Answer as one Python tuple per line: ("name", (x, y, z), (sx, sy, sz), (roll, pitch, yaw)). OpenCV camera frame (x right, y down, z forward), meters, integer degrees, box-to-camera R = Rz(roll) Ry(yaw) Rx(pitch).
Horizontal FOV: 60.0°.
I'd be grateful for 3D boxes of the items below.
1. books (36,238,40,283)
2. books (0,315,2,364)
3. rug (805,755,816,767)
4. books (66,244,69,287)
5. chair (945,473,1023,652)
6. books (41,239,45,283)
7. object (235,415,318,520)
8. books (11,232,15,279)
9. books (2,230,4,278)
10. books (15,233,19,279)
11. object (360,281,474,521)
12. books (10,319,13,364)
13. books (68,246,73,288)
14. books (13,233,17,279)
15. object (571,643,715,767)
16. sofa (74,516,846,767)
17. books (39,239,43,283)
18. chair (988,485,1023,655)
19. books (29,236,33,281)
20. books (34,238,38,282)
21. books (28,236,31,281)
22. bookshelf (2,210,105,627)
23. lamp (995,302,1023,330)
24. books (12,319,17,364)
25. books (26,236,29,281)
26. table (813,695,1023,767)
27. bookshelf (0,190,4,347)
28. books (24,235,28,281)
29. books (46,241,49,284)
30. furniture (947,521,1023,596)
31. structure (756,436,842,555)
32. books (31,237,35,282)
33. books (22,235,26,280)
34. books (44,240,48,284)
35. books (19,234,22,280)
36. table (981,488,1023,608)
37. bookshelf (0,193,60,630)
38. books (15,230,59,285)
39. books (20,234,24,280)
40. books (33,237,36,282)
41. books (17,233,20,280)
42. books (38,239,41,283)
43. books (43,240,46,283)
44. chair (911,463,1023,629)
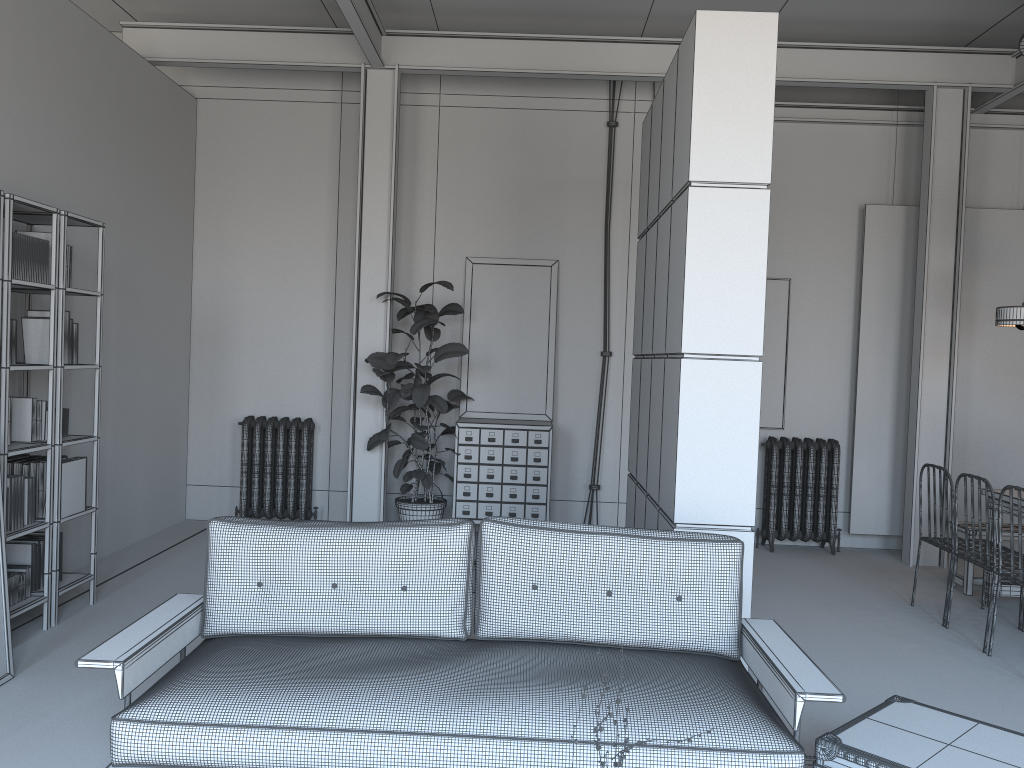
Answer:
("books", (-2.551, -0.645, 4.608), (0.182, 0.240, 0.016), (2, 2, 1))
("books", (-2.706, -0.228, 4.507), (0.195, 0.266, 0.091), (2, 2, 1))
("rug", (1.488, 1.547, 2.600), (2.524, 0.007, 1.961), (2, 2, 1))
("books", (-2.588, -0.664, 4.968), (0.180, 0.248, 0.054), (2, 2, 1))
("chair", (2.933, 1.031, 5.227), (0.488, 0.975, 0.474), (2, 2, 1))
("books", (-2.550, -0.646, 4.655), (0.182, 0.240, 0.016), (2, 2, 1))
("object", (-2.050, 0.787, 7.756), (0.733, 1.007, 0.328), (2, 2, 1))
("books", (-2.556, -0.638, 4.388), (0.182, 0.240, 0.016), (2, 2, 1))
("books", (-2.556, -0.637, 4.357), (0.182, 0.240, 0.016), (2, 2, 1))
("books", (-2.555, -0.639, 4.419), (0.182, 0.240, 0.016), (2, 2, 1))
("object", (-0.783, 0.238, 7.205), (0.868, 2.157, 1.270), (2, 2, 2))
("books", (-2.701, -0.220, 4.628), (0.180, 0.244, 0.057), (2, 2, 1))
("books", (-2.581, -0.663, 5.016), (0.168, 0.243, 0.029), (2, 2, -4))
("books", (-2.555, -0.639, 4.404), (0.182, 0.240, 0.016), (2, 2, 1))
("object", (0.202, 0.857, 1.768), (0.194, 0.709, 0.443), (4, 2, 41))
("sofa", (-0.163, 0.988, 3.069), (2.347, 0.948, 0.952), (2, 2, 1))
("books", (-2.550, -0.645, 4.639), (0.182, 0.240, 0.016), (2, 2, 1))
("chair", (2.922, 1.045, 4.718), (0.488, 0.975, 0.474), (2, 2, 1))
("books", (-2.552, -0.643, 4.545), (0.182, 0.240, 0.016), (2, 2, 1))
("books", (-2.551, -0.644, 4.592), (0.182, 0.240, 0.016), (2, 2, 1))
("books", (-2.553, -0.642, 4.529), (0.182, 0.240, 0.016), (2, 2, 1))
("bookshelf", (-2.679, 0.184, 5.051), (0.455, 2.276, 0.455), (2, 2, 1))
("lamp", (3.392, -1.251, 5.804), (0.323, 1.798, 0.404), (1, 2, -31))
("books", (-2.710, -0.222, 4.688), (0.180, 0.244, 0.057), (2, 2, 1))
("books", (-2.553, -0.642, 4.514), (0.182, 0.240, 0.016), (2, 2, 1))
("table", (1.490, 1.382, 3.017), (0.706, 0.330, 0.667), (1, 2, -44))
("bookshelf", (-2.701, 0.212, 4.044), (0.455, 2.276, 0.455), (2, 2, 1))
("books", (-2.553, -0.641, 4.498), (0.182, 0.240, 0.016), (2, 2, 1))
("books", (-2.549, -0.647, 4.702), (0.182, 0.240, 0.016), (2, 2, 1))
("furniture", (3.859, 1.286, 6.434), (1.260, 0.478, 0.300), (2, 2, 1))
("structure", (2.496, 0.964, 7.663), (0.733, 1.007, 0.328), (2, 2, 1))
("books", (-2.552, -0.643, 4.561), (0.182, 0.240, 0.016), (2, 2, 1))
("books", (-2.554, -0.641, 4.482), (0.182, 0.240, 0.016), (2, 2, 1))
("books", (-2.549, -0.647, 4.686), (0.182, 0.240, 0.016), (2, 2, 1))
("books", (-2.554, -0.640, 4.451), (0.182, 0.240, 0.016), (2, 2, 1))
("table", (3.810, 1.176, 5.203), (1.239, 0.819, 1.784), (2, 2, 1))
("bookshelf", (-2.695, 0.198, 4.558), (0.455, 2.276, 0.455), (2, 2, 1))
("books", (-2.599, -0.682, 4.846), (0.243, 0.299, 0.048), (2, 2, 1))
("books", (-2.554, -0.641, 4.466), (0.182, 0.240, 0.016), (2, 2, 1))
("books", (-2.552, -0.644, 4.576), (0.182, 0.240, 0.016), (2, 2, 1))
("books", (-2.555, -0.640, 4.435), (0.182, 0.240, 0.016), (2, 2, 1))
("books", (-2.551, -0.645, 4.623), (0.182, 0.240, 0.016), (2, 2, 1))
("books", (-2.550, -0.646, 4.671), (0.182, 0.240, 0.016), (2, 2, 1))
("chair", (2.943, 1.017, 5.723), (0.488, 0.975, 0.474), (2, 2, 1))
